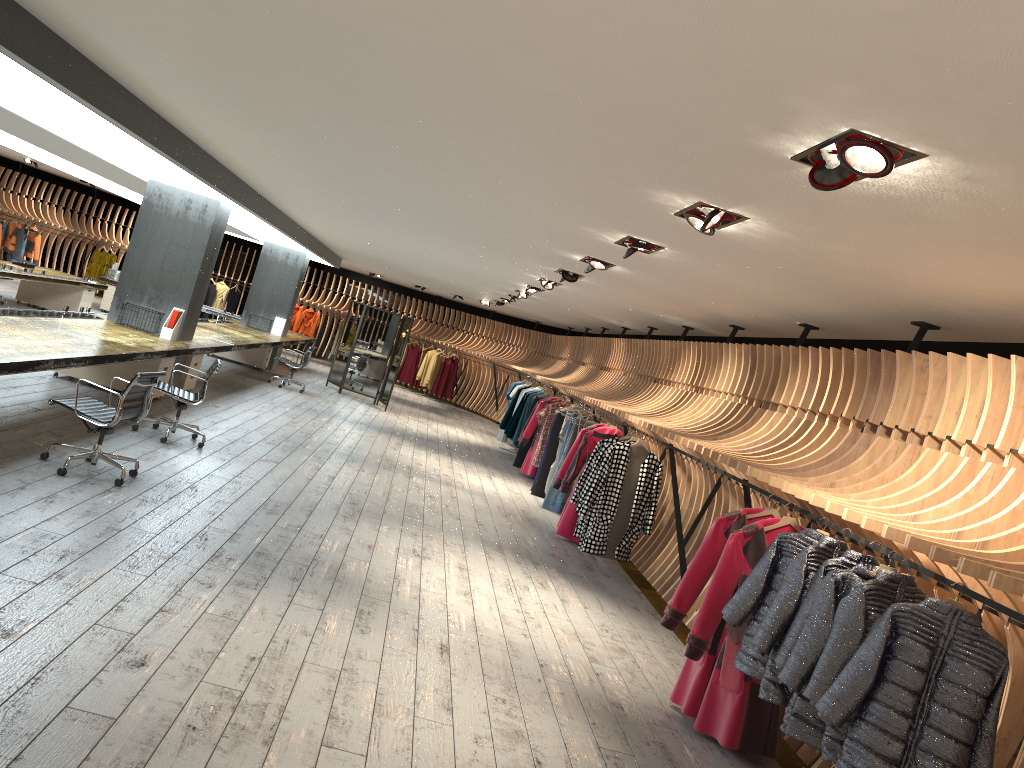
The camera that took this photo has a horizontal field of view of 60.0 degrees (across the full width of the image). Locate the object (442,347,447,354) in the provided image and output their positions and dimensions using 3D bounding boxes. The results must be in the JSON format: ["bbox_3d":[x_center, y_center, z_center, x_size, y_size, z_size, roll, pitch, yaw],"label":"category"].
[{"bbox_3d":[-1.813,-0.856,23.786,0.012,0.270,0.524,18,2,34],"label":"object"}]

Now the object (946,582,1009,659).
[{"bbox_3d":[1.709,0.879,3.426,0.441,0.226,0.010,18,1,34],"label":"object"}]

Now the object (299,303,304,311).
[{"bbox_3d":[-6.024,-2.200,25.499,0.012,0.270,0.525,17,2,-1],"label":"object"}]

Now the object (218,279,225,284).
[{"bbox_3d":[-8.193,-2.852,25.086,0.526,0.270,0.012,18,1,19],"label":"object"}]

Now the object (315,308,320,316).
[{"bbox_3d":[-5.565,-2.059,25.469,0.012,0.270,0.526,17,2,-26],"label":"object"}]

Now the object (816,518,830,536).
[{"bbox_3d":[1.603,0.803,4.596,0.441,0.226,0.010,19,2,44],"label":"object"}]

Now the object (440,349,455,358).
[{"bbox_3d":[-1.642,-0.795,23.628,0.524,0.270,0.012,16,1,-31],"label":"object"}]

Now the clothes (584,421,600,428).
[{"bbox_3d":[0.972,0.856,11.044,0.337,0.776,0.254,17,1,10],"label":"clothes"}]

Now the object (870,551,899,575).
[{"bbox_3d":[1.650,0.845,3.908,0.441,0.226,0.010,18,1,19],"label":"object"}]

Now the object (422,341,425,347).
[{"bbox_3d":[-2.431,-1.059,24.310,0.012,0.270,0.526,17,2,-11],"label":"object"}]

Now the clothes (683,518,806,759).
[{"bbox_3d":[1.434,1.422,5.000,0.840,1.316,0.318,17,1,2],"label":"clothes"}]

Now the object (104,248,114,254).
[{"bbox_3d":[-10.620,-3.537,23.429,0.526,0.270,0.012,18,1,24],"label":"object"}]

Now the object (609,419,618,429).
[{"bbox_3d":[1.105,0.509,9.744,0.526,0.270,0.012,18,1,24],"label":"object"}]

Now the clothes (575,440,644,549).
[{"bbox_3d":[1.054,1.118,8.717,0.772,1.160,0.191,17,1,-5],"label":"clothes"}]

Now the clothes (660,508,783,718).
[{"bbox_3d":[1.343,1.380,5.270,0.841,1.312,0.320,18,1,23],"label":"clothes"}]

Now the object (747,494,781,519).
[{"bbox_3d":[1.543,0.789,5.277,0.526,0.270,0.012,18,1,24],"label":"object"}]

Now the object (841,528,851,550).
[{"bbox_3d":[1.625,0.818,4.361,0.439,0.226,0.010,17,1,-16],"label":"object"}]

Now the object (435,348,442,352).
[{"bbox_3d":[-1.965,-0.908,23.940,0.525,0.270,0.012,17,1,-6],"label":"object"}]

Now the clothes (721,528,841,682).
[{"bbox_3d":[1.457,1.168,4.602,0.747,0.854,0.166,18,1,39],"label":"clothes"}]

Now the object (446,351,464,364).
[{"bbox_3d":[-1.468,-0.735,23.441,0.524,0.270,0.012,16,1,-31],"label":"object"}]

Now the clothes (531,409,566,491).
[{"bbox_3d":[0.645,1.054,12.550,0.540,1.352,0.087,18,1,34],"label":"clothes"}]

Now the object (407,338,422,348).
[{"bbox_3d":[-2.647,-1.130,24.454,0.525,0.270,0.012,17,1,-6],"label":"object"}]

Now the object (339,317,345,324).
[{"bbox_3d":[-4.811,-1.822,25.354,0.012,0.270,0.525,17,2,9],"label":"object"}]

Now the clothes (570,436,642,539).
[{"bbox_3d":[1.015,1.096,9.006,0.774,1.160,0.191,17,1,15],"label":"clothes"}]

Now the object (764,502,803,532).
[{"bbox_3d":[1.572,0.817,5.006,0.523,0.290,0.015,17,1,4],"label":"object"}]

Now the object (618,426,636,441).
[{"bbox_3d":[1.202,0.562,9.013,0.526,0.270,0.012,17,1,14],"label":"object"}]

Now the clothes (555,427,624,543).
[{"bbox_3d":[0.940,1.110,9.771,0.841,1.312,0.320,18,1,23],"label":"clothes"}]

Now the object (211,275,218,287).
[{"bbox_3d":[-8.465,-2.929,24.961,0.526,0.270,0.012,18,1,19],"label":"object"}]

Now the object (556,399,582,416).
[{"bbox_3d":[0.869,0.341,12.543,0.526,0.270,0.012,18,1,34],"label":"object"}]

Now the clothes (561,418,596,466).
[{"bbox_3d":[0.838,0.816,11.205,0.278,0.767,0.263,17,1,2],"label":"clothes"}]

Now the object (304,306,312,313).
[{"bbox_3d":[-5.783,-2.126,25.481,0.012,0.270,0.524,17,2,24],"label":"object"}]

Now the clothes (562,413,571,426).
[{"bbox_3d":[0.699,0.966,12.142,0.273,1.142,0.169,17,1,27],"label":"clothes"}]

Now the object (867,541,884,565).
[{"bbox_3d":[1.664,0.846,4.068,0.439,0.242,0.016,18,1,19],"label":"object"}]

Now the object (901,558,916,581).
[{"bbox_3d":[1.688,0.867,3.792,0.438,0.244,0.010,17,1,-6],"label":"object"}]

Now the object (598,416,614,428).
[{"bbox_3d":[1.110,0.499,10.068,0.526,0.270,0.012,17,1,14],"label":"object"}]

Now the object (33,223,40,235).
[{"bbox_3d":[-11.723,-3.823,21.758,0.526,0.270,0.012,18,1,24],"label":"object"}]

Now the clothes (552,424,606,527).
[{"bbox_3d":[0.913,1.092,10.058,0.840,1.312,0.320,17,1,13],"label":"clothes"}]

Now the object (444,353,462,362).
[{"bbox_3d":[-1.530,-0.757,23.518,0.525,0.270,0.012,17,1,-6],"label":"object"}]

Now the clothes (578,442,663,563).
[{"bbox_3d":[1.062,1.127,8.493,0.772,1.160,0.191,17,1,-15],"label":"clothes"}]

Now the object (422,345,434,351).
[{"bbox_3d":[-2.187,-0.978,24.136,0.524,0.270,0.012,16,2,-41],"label":"object"}]

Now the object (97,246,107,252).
[{"bbox_3d":[-10.734,-3.567,23.290,0.526,0.270,0.012,18,1,24],"label":"object"}]

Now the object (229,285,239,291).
[{"bbox_3d":[-7.847,-2.752,25.202,0.012,0.270,0.524,17,2,19],"label":"object"}]

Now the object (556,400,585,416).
[{"bbox_3d":[0.897,0.356,12.331,0.525,0.270,0.012,17,1,-6],"label":"object"}]

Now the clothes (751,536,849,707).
[{"bbox_3d":[1.459,1.163,4.321,0.500,0.854,0.245,17,1,-21],"label":"clothes"}]

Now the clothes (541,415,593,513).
[{"bbox_3d":[0.706,1.130,11.497,0.373,1.536,0.312,17,1,6],"label":"clothes"}]

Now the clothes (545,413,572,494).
[{"bbox_3d":[0.697,0.966,12.034,0.278,1.141,0.172,17,1,2],"label":"clothes"}]

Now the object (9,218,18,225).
[{"bbox_3d":[-11.927,-3.866,21.259,0.526,0.270,0.012,17,1,14],"label":"object"}]
